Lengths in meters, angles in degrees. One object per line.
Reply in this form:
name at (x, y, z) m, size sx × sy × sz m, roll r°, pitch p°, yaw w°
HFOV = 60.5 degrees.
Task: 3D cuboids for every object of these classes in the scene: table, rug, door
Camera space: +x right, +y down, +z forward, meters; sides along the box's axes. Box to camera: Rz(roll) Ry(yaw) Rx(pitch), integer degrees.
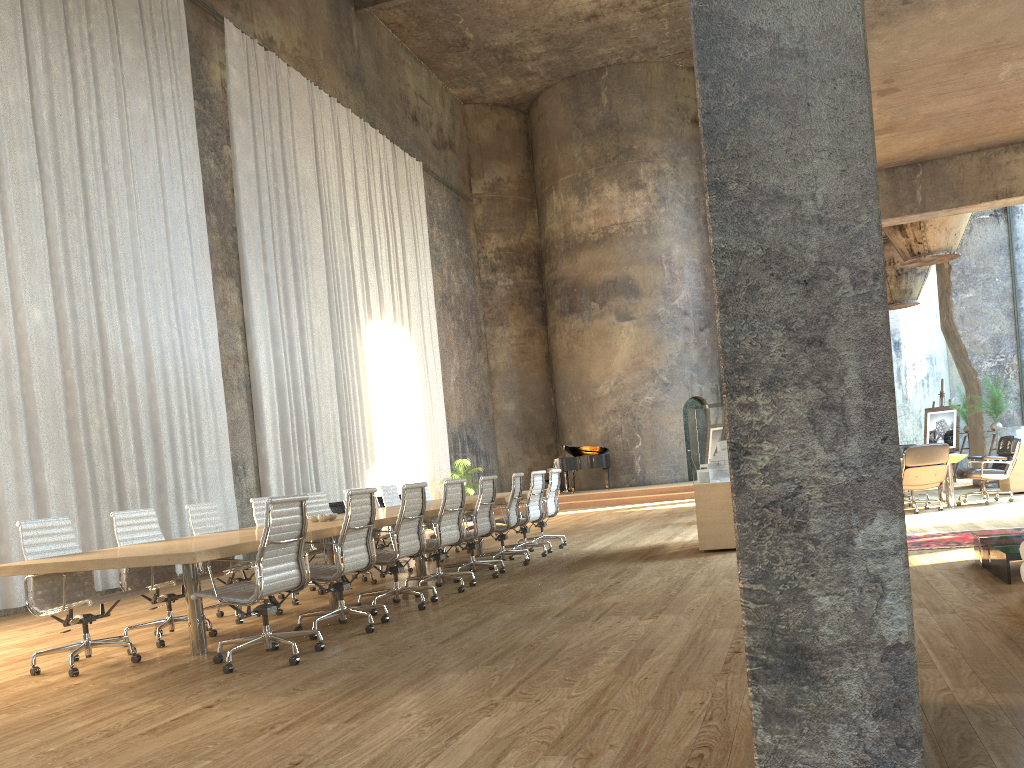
table at (5.063, 1.460, 12.480) m, size 2.420 × 0.701 × 1.102 m, roll -7°, pitch -4°, yaw 18°
table at (3.765, 1.193, 6.112) m, size 0.793 × 0.202 × 1.108 m, roll -7°, pitch -6°, yaw 18°
rug at (4.468, 1.434, 8.241) m, size 2.473 × 0.009 × 1.343 m, roll -7°, pitch -6°, yaw 18°
table at (-1.275, 1.664, 8.809) m, size 1.607 × 0.758 × 7.699 m, roll -7°, pitch -6°, yaw 18°
table at (3.879, 1.196, 6.461) m, size 0.863 × 0.247 × 0.369 m, roll -7°, pitch -4°, yaw 18°
door at (5.025, 1.498, 24.071) m, size 0.898 × 2.300 × 0.091 m, roll -6°, pitch 2°, yaw -23°

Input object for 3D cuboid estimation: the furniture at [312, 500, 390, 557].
furniture at (-2.602, 2.330, 14.543) m, size 0.711 × 0.841 × 1.868 m, roll -6°, pitch -4°, yaw 18°

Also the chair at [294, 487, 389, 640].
chair at (-1.305, 1.294, 6.411) m, size 0.702 × 1.027 × 0.662 m, roll -6°, pitch 0°, yaw 22°

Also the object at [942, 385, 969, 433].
object at (8.583, 0.460, 16.678) m, size 0.692 × 0.941 × 0.854 m, roll -6°, pitch -2°, yaw 39°

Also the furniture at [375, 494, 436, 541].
furniture at (-1.850, 2.486, 16.806) m, size 0.711 × 0.841 × 1.868 m, roll -6°, pitch -4°, yaw 18°

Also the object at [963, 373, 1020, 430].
object at (7.790, 0.301, 14.354) m, size 0.862 × 0.941 × 0.685 m, roll -6°, pitch -1°, yaw 21°

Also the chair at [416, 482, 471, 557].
chair at (1.720, 1.473, 10.979) m, size 13.004 × 1.031 × 31.443 m, roll -7°, pitch -6°, yaw 18°

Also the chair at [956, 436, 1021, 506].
chair at (6.460, 1.183, 11.998) m, size 0.823 × 0.894 × 0.728 m, roll -6°, pitch -1°, yaw 13°

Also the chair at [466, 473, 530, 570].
chair at (-0.159, 1.532, 9.850) m, size 0.701 × 1.027 × 0.663 m, roll -6°, pitch 0°, yaw 18°

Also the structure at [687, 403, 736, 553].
structure at (2.293, 0.996, 9.461) m, size 0.596 × 1.550 × 0.739 m, roll -5°, pitch 1°, yaw 18°

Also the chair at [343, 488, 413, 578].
chair at (-1.530, 1.695, 10.174) m, size 0.702 × 1.027 × 0.662 m, roll -6°, pitch 0°, yaw 24°

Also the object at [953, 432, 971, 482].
object at (8.719, 1.398, 16.668) m, size 0.660 × 0.974 × 0.569 m, roll -6°, pitch 0°, yaw 12°

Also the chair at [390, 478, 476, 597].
chair at (-0.738, 1.414, 8.134) m, size 0.702 × 1.027 × 0.662 m, roll -6°, pitch 0°, yaw 27°

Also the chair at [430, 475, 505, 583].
chair at (-0.458, 1.471, 8.968) m, size 0.702 × 1.027 × 0.662 m, roll -6°, pitch 0°, yaw 24°

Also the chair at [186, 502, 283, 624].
chair at (-2.372, 1.516, 7.600) m, size 0.701 × 1.027 × 0.663 m, roll -6°, pitch 0°, yaw 18°

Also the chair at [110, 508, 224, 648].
chair at (-2.642, 1.460, 6.788) m, size 0.702 × 1.027 × 0.662 m, roll -6°, pitch 0°, yaw 27°

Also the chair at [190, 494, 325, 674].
chair at (-1.606, 1.232, 5.513) m, size 0.702 × 1.027 × 0.662 m, roll -6°, pitch 0°, yaw 24°

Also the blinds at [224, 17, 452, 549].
blinds at (-2.994, -1.297, 17.725) m, size 0.276 × 8.654 × 7.802 m, roll -5°, pitch -1°, yaw 19°

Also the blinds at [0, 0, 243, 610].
blinds at (-5.715, -1.864, 9.533) m, size 0.276 × 8.654 × 7.802 m, roll -5°, pitch -1°, yaw 19°

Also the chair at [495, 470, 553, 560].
chair at (0.102, 1.589, 10.664) m, size 0.702 × 1.027 × 0.662 m, roll -6°, pitch 0°, yaw 27°

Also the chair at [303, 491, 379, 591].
chair at (-1.810, 1.636, 9.321) m, size 0.702 × 1.027 × 0.662 m, roll -6°, pitch 0°, yaw 27°

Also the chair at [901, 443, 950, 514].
chair at (5.318, 1.258, 11.660) m, size 0.728 × 0.893 × 0.823 m, roll -5°, pitch -2°, yaw -8°

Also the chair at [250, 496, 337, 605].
chair at (-2.090, 1.579, 8.487) m, size 0.702 × 1.027 × 0.662 m, roll -6°, pitch 0°, yaw 24°

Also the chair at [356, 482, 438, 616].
chair at (-1.018, 1.355, 7.282) m, size 0.702 × 1.027 × 0.662 m, roll -6°, pitch 0°, yaw 24°

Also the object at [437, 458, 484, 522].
object at (-1.107, 2.458, 20.252) m, size 1.094 × 1.458 × 1.127 m, roll -6°, pitch -1°, yaw 9°

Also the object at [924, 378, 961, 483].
object at (8.745, 0.952, 17.836) m, size 0.679 × 2.150 × 0.705 m, roll -7°, pitch 2°, yaw -43°

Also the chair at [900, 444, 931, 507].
chair at (5.778, 1.352, 13.034) m, size 0.732 × 0.893 × 0.819 m, roll -6°, pitch -2°, yaw 19°

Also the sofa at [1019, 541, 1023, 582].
sofa at (4.109, 0.815, 5.309) m, size 2.072 × 0.721 × 2.923 m, roll -7°, pitch -6°, yaw 18°

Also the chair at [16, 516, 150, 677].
chair at (-2.886, 1.400, 5.960) m, size 0.702 × 1.027 × 0.662 m, roll -6°, pitch 0°, yaw 24°

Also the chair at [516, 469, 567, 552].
chair at (0.341, 1.650, 11.495) m, size 0.702 × 1.027 × 0.662 m, roll -6°, pitch 0°, yaw 24°

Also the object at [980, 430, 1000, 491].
object at (8.002, 1.224, 14.261) m, size 0.654 × 0.974 × 0.574 m, roll -5°, pitch 0°, yaw -36°

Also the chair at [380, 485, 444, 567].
chair at (-1.243, 1.756, 11.044) m, size 0.702 × 1.027 × 0.662 m, roll -6°, pitch 0°, yaw 22°

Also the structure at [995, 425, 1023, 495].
structure at (7.815, 1.119, 13.259) m, size 0.738 × 1.016 × 0.741 m, roll -6°, pitch -1°, yaw 18°
